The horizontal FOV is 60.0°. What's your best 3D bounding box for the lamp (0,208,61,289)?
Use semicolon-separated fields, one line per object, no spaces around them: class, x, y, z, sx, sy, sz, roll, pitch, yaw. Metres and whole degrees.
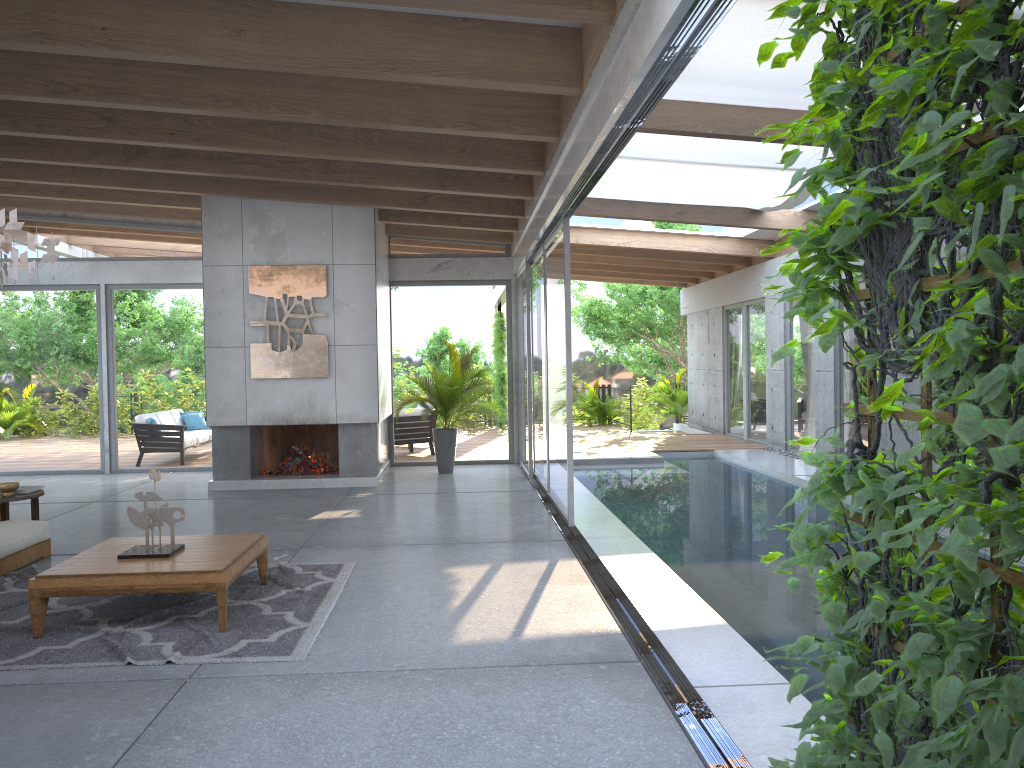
lamp;-3.126;-1.210;5.151;0.862;1.400;0.636;0;2;43

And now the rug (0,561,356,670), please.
rug;-2.678;1.347;5.390;3.186;0.056;2.187;-1;1;-3

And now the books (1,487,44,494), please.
books;-4.173;0.906;7.569;0.220;0.015;0.303;-1;1;-4

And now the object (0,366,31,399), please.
object;-7.241;0.531;11.579;1.416;1.540;1.731;-1;1;16

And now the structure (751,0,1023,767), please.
structure;2.520;-0.094;4.413;2.739;2.687;10.282;-1;1;14

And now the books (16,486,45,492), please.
books;-4.166;0.892;7.566;0.205;0.012;0.290;-1;1;2

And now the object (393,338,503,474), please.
object;-0.892;0.290;11.949;1.484;1.819;1.798;-1;1;4

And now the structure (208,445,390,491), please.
structure;-2.705;0.947;11.756;2.012;0.595;2.203;-1;1;-3

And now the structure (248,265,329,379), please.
structure;-2.665;-0.743;10.597;0.919;1.351;0.041;-1;1;-3

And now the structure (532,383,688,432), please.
structure;-6.577;0.945;13.412;15.587;3.022;31.708;0;2;37

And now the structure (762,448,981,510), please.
structure;4.624;1.203;7.592;0.477;0.068;13.673;-1;1;-3

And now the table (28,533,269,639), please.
table;-2.116;1.193;5.364;1.048;0.352;1.112;-1;1;-3

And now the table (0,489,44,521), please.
table;-4.300;1.140;7.391;0.725;0.441;0.725;-2;2;-42

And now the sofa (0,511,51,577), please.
sofa;-3.957;1.098;5.158;1.965;0.777;3.733;-1;1;-3

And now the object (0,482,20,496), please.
object;-4.165;0.871;7.327;0.173;0.097;0.173;-2;1;-24

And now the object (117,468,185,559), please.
object;-2.151;0.759;5.376;0.346;0.518;0.379;-1;1;-3

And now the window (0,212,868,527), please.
window;-2.229;-0.492;5.035;14.294;3.764;23.280;-1;1;-3
